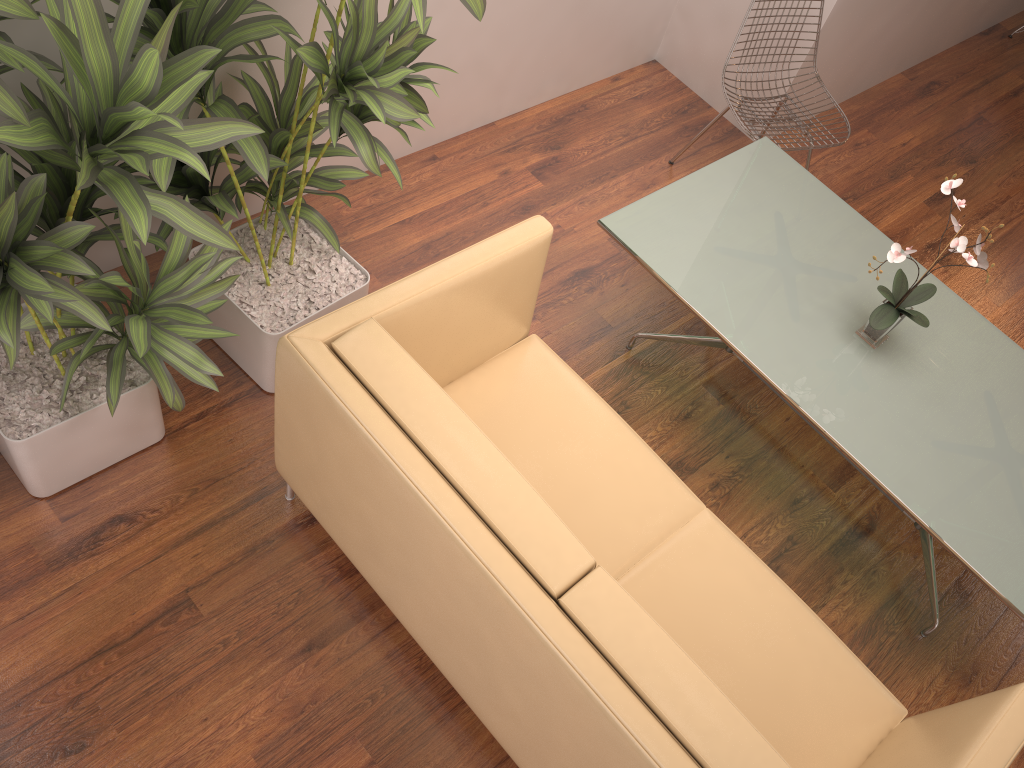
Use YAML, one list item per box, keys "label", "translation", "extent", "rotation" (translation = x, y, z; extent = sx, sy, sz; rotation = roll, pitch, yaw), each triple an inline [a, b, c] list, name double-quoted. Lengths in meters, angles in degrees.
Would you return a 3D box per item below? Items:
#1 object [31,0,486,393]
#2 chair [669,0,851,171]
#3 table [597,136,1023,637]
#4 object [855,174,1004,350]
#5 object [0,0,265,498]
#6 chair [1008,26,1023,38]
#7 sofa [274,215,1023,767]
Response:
- label: "object"
  translation: [-0.614, -0.846, 2.208]
  extent: [1.064, 2.198, 0.939]
  rotation: [-18, 62, -26]
- label: "chair"
  translation: [1.106, -1.166, 3.675]
  extent: [0.538, 0.941, 0.542]
  rotation: [-12, 59, -22]
- label: "table"
  translation: [1.168, 0.065, 3.087]
  extent: [0.916, 0.585, 1.838]
  rotation: [-33, 70, -31]
- label: "object"
  translation: [1.261, -0.350, 2.647]
  extent: [0.294, 0.616, 0.360]
  rotation: [42, 56, 15]
- label: "object"
  translation: [-1.095, -0.545, 1.873]
  extent: [0.956, 2.198, 1.045]
  rotation: [-14, 60, -23]
- label: "chair"
  translation: [3.488, -2.362, 5.167]
  extent: [0.667, 0.899, 0.631]
  rotation: [-32, 69, -31]
- label: "sofa"
  translation: [0.263, 0.526, 2.348]
  extent: [0.856, 0.875, 1.770]
  rotation: [-33, 70, -31]
